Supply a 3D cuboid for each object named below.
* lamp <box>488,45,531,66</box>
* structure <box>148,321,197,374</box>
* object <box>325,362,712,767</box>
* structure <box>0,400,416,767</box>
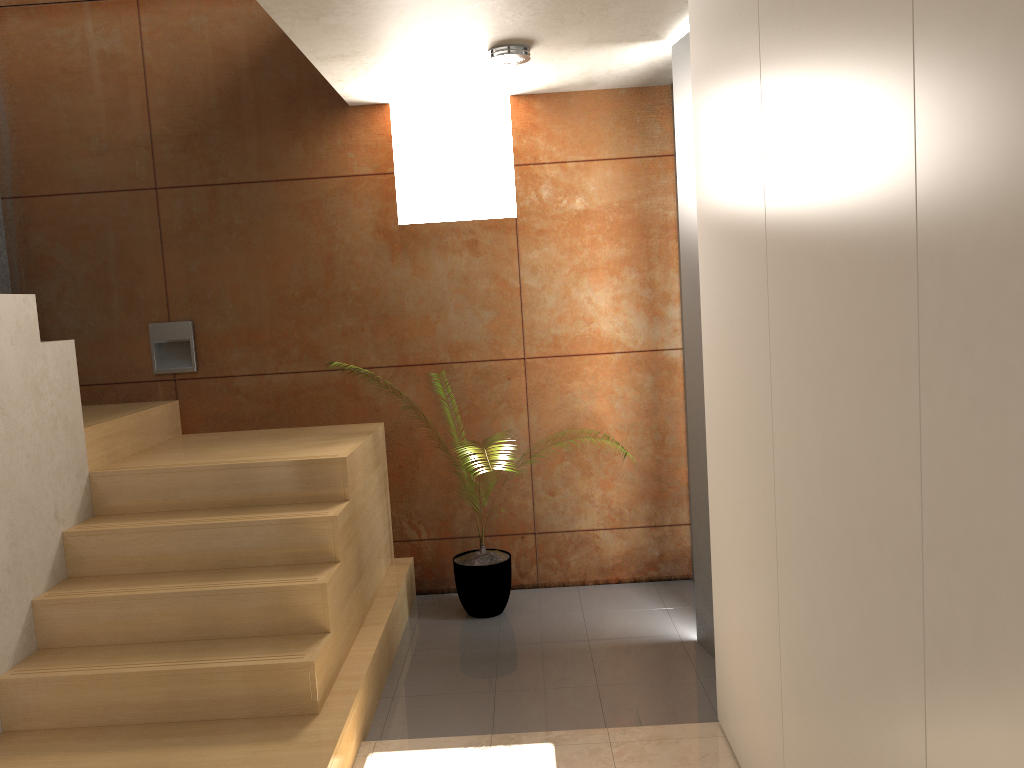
[{"bbox_3d":[-0.012,-1.342,3.619,0.173,0.044,0.173,-3,6,6],"label":"lamp"},{"bbox_3d":[-1.737,-0.190,4.580,0.220,0.260,0.096,-3,6,1],"label":"structure"},{"bbox_3d":[-0.613,0.846,1.728,4.200,1.455,6.200,-3,6,1],"label":"object"},{"bbox_3d":[-1.522,0.740,3.434,1.950,1.110,2.400,-3,6,1],"label":"structure"}]
